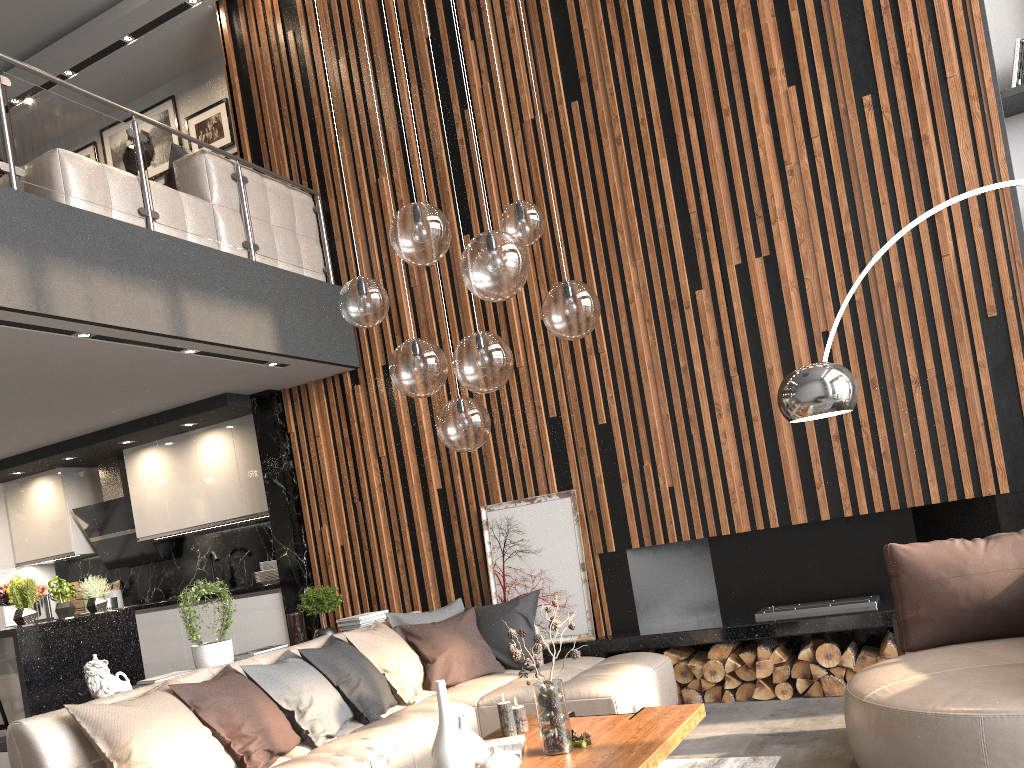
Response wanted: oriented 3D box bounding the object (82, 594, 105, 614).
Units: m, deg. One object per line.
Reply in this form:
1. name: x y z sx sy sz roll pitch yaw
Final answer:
1. object: -4.066 2.144 8.550 0.276 0.162 0.180 -13 -7 26

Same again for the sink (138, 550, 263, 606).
1. sink: -2.703 1.740 7.667 1.126 0.544 0.497 -13 -6 26

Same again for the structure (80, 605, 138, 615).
1. structure: -3.580 2.067 8.098 0.607 0.059 0.510 -14 -11 25

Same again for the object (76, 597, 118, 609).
1. object: -3.830 2.036 8.126 0.350 0.153 0.201 -12 -7 16

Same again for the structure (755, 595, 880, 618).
1. structure: 1.899 1.401 5.442 0.719 0.102 0.299 -14 -10 26

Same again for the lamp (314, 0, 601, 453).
1. lamp: -0.474 -2.244 3.437 1.244 4.967 1.223 -10 -1 23

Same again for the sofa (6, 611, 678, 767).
1. sofa: -0.518 1.660 4.381 1.898 0.811 3.248 -13 -10 25

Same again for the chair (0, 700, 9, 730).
1. chair: -4.044 2.327 6.005 1.749 0.734 0.432 -14 -5 26

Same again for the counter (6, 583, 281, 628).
1. counter: -3.196 1.991 7.906 3.498 0.040 0.611 -14 -11 26

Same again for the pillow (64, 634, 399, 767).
1. pillow: -1.139 1.558 4.259 0.549 0.493 1.944 -12 -9 24

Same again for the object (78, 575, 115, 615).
1. object: -2.978 1.504 6.269 0.214 0.282 0.219 -13 -5 39

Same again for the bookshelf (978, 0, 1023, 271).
1. bookshelf: 3.357 -1.671 4.625 1.476 5.284 0.335 -10 -1 26

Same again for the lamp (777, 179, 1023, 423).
1. lamp: 2.182 0.313 3.594 2.035 2.322 0.320 -10 -1 3

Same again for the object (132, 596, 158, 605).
1. object: -3.417 2.000 8.076 0.232 0.060 0.356 -10 -10 4

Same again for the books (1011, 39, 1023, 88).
1. books: 2.918 -1.783 4.806 0.371 0.298 0.185 -12 -4 26

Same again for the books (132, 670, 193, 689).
1. books: -1.774 1.555 4.523 0.196 0.099 0.348 -13 -10 25

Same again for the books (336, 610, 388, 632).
1. books: -1.007 1.652 5.977 0.202 0.149 0.333 -13 -9 26

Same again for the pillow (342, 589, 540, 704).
1. pillow: -0.435 1.658 5.455 1.372 0.543 0.777 -4 -9 -34

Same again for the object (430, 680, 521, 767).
1. object: -0.184 1.246 3.152 0.313 0.395 0.325 -5 -6 -45

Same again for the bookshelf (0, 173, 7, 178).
1. bookshelf: -5.792 -1.103 7.294 0.251 2.492 3.522 -10 -6 25

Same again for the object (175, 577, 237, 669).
1. object: -1.661 1.342 4.800 0.216 0.572 0.387 -10 -4 6

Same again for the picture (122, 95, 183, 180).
1. picture: -3.410 -2.153 8.049 1.003 0.652 0.024 -13 -2 26

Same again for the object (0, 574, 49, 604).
1. object: -3.459 1.439 6.125 0.322 0.213 0.348 -12 -8 23

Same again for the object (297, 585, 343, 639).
1. object: -1.232 1.504 5.663 0.308 0.405 0.275 -8 -4 -14

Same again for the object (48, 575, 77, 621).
1. object: -3.081 1.461 6.007 0.175 0.310 0.177 -12 -4 36

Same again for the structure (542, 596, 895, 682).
1. structure: 1.522 1.714 5.574 6.610 0.456 0.667 -14 -8 26

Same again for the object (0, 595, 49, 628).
1. object: -3.428 1.599 6.113 0.365 0.186 0.374 -8 -8 -11

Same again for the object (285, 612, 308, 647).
1. object: -1.330 1.550 5.425 0.110 0.266 0.108 -11 -2 31

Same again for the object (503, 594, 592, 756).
1. object: 0.153 1.158 3.540 0.317 0.598 0.549 -9 -5 -4

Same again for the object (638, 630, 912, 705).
1. object: 2.508 1.497 4.889 4.089 0.388 0.435 -14 -7 27

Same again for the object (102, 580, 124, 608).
1. object: -3.850 2.021 8.454 0.160 0.303 0.174 -11 -3 29

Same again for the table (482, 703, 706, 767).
1. table: 0.151 1.607 3.362 0.908 0.352 1.454 -13 -10 25

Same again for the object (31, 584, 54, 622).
1. object: -4.706 2.165 8.652 0.067 0.370 0.321 -10 -4 25

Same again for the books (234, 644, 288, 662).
1. books: -1.484 1.604 5.107 0.207 0.098 0.325 -13 -10 25

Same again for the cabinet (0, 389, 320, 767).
1. cabinet: -4.062 1.411 6.629 6.277 3.224 3.617 -13 -7 26

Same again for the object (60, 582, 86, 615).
1. object: -4.383 2.152 8.774 0.405 0.329 0.097 -12 -3 26

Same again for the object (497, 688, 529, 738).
1. object: -0.001 1.431 3.833 0.078 0.209 0.152 -11 -4 36

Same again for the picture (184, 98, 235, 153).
1. picture: -2.654 -2.219 7.682 0.510 0.408 0.024 -12 -2 26

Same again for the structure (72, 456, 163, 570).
1. structure: -3.681 1.199 8.200 0.746 1.025 0.411 -11 -3 26

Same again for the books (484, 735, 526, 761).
1. books: -0.066 1.476 3.536 0.232 0.039 0.347 -10 -10 3

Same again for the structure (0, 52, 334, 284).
1. structure: -3.772 -0.873 5.408 3.416 0.734 4.227 -14 -10 25

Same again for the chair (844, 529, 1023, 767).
1. chair: 2.063 1.031 3.453 1.469 0.892 1.474 -4 -9 -37

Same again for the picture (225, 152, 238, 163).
1. picture: -2.494 -1.643 7.640 0.653 0.639 0.024 -12 -2 26

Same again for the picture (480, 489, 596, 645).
1. picture: 0.167 1.266 5.939 0.738 0.993 0.100 -11 -2 26

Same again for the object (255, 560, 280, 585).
1. object: -2.027 1.595 7.423 0.309 0.194 0.300 -13 -8 28

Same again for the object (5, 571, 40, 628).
1. object: -3.219 1.416 5.782 0.195 0.367 0.189 -8 -3 -19

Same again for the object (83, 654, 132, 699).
1. object: -1.930 1.425 4.186 0.205 0.288 0.138 -6 -4 -45

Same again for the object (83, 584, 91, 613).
1. object: -4.143 2.104 8.595 0.082 0.281 0.089 -10 -2 26

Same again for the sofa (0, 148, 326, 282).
1. sofa: -2.891 -0.915 6.090 2.314 0.775 2.279 -14 -10 25

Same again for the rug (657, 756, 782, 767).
1. rug: 0.052 1.802 3.388 1.627 0.019 2.301 -14 -11 25
